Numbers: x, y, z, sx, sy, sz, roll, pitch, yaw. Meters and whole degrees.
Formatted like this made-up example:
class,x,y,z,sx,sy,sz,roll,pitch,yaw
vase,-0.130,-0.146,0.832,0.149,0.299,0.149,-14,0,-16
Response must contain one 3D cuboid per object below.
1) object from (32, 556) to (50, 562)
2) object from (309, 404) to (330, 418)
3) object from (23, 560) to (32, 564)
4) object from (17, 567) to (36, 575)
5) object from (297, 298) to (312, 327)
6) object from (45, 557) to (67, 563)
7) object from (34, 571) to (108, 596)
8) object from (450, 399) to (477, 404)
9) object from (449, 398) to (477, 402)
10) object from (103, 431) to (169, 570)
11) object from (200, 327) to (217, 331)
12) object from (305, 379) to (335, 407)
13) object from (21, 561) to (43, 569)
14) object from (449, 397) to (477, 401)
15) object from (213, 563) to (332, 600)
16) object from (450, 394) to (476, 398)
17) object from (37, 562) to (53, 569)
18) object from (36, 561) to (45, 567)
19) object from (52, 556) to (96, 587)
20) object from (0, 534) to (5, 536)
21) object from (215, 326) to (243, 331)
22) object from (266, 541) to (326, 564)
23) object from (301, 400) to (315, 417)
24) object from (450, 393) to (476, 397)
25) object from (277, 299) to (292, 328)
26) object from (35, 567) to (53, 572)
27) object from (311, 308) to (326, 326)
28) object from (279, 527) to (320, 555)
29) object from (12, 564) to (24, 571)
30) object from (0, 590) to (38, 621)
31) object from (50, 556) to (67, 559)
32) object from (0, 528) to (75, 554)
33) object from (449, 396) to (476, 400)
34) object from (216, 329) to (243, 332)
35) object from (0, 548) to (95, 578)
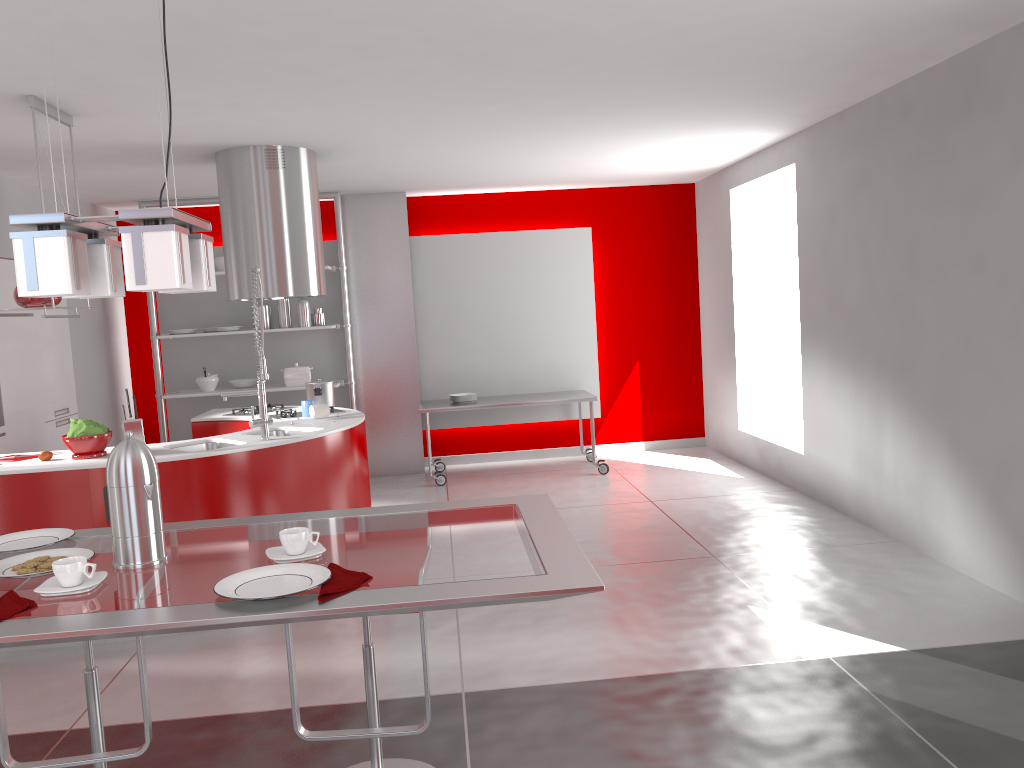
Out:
class,x,y,z,sx,sy,sz,roll,pitch,yaw
object,-1.033,0.384,1.946,0.034,0.006,0.036,-5,5,-16
object,-1.178,0.163,5.397,0.100,0.080,0.109,-7,6,-35
object,-1.051,0.391,1.949,0.036,0.006,0.034,-4,5,-5
object,-1.029,0.395,1.880,0.036,0.006,0.034,-6,6,-26
object,-1.803,-0.630,7.683,0.115,0.274,0.115,-4,5,-12
object,-0.993,0.383,1.933,0.036,0.006,0.034,-2,5,19
object,-0.869,0.396,1.751,0.119,0.016,0.119,-4,5,-7
object,-0.433,0.153,7.880,0.228,0.020,0.228,-5,5,-23
object,-0.434,0.143,7.879,0.228,0.020,0.228,-5,5,-23
object,-0.827,0.243,1.905,0.149,0.287,0.113,-3,5,3
object,-2.642,-0.481,7.883,0.244,0.042,0.244,-5,5,-13
object,-1.264,0.060,5.851,0.189,0.185,0.218,-8,7,-42
object,-1.029,0.387,1.903,0.036,0.006,0.034,0,6,32
object,-0.434,0.133,7.879,0.228,0.020,0.228,-5,5,-23
object,-0.450,0.377,1.676,0.217,0.015,0.217,-2,5,19
object,-0.435,0.113,7.877,0.228,0.020,0.228,-5,5,-23
object,-0.989,0.386,1.892,0.034,0.006,0.036,-3,5,7
object,-1.014,0.391,1.924,0.036,0.006,0.034,-2,5,13
object,-0.864,0.372,1.745,0.078,0.049,0.062,0,6,35
object,-1.305,0.391,2.124,0.095,0.012,0.234,-4,5,-5
object,-2.452,-0.473,7.663,0.244,0.042,0.244,-5,5,-20
object,-0.460,0.360,1.889,0.119,0.016,0.119,-6,5,-25
object,-1.266,0.152,5.492,0.080,0.100,0.109,-6,6,-32
object,-0.436,0.102,7.876,0.228,0.020,0.228,-5,5,-23
object,-1.982,-0.650,7.715,0.109,0.329,0.110,-4,5,-7
object,-0.991,0.392,1.888,0.034,0.006,0.036,-3,5,-1
object,-1.724,-0.594,7.882,0.127,0.157,0.127,-3,5,6
object,-0.454,0.336,1.884,0.078,0.049,0.062,-2,5,18
object,-1.057,0.394,1.912,0.036,0.006,0.034,-5,5,-21
object,-0.924,0.411,1.627,0.095,0.012,0.234,-4,5,-6
object,-1.008,0.387,1.960,0.036,0.006,0.034,-4,5,-5
object,-1.168,0.380,2.129,0.217,0.015,0.217,0,6,31
object,-0.435,0.123,7.878,0.228,0.020,0.228,-5,5,-23
object,-2.451,-0.459,7.664,0.280,0.015,0.280,-1,5,25
object,-1.018,0.390,1.913,0.217,0.015,0.217,0,6,32
